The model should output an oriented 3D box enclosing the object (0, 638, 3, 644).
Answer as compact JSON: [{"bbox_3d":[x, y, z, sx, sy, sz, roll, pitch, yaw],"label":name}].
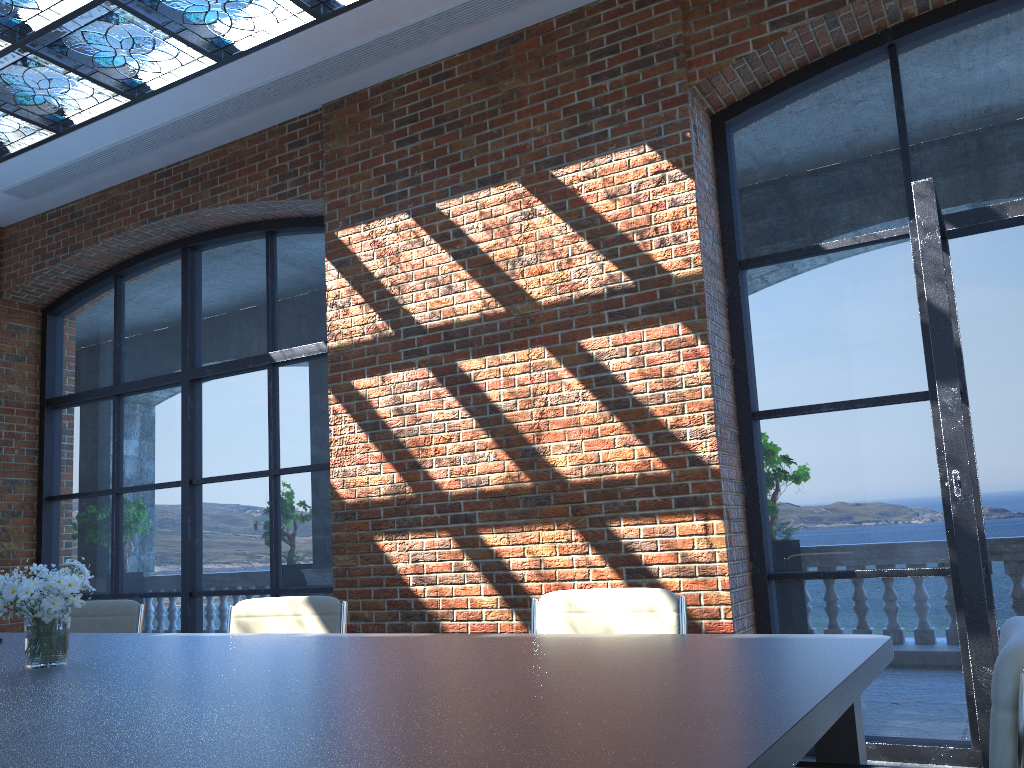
[{"bbox_3d":[-2.208,0.863,3.352,0.390,0.281,0.325,-3,-9,3],"label":"object"}]

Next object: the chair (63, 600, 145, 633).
[{"bbox_3d":[-2.119,1.478,4.037,0.561,0.917,0.710,-6,-9,18],"label":"chair"}]

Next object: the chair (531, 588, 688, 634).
[{"bbox_3d":[0.187,1.099,2.638,0.561,0.917,0.709,-8,-10,29],"label":"chair"}]

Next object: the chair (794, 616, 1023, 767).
[{"bbox_3d":[0.513,0.855,1.406,0.708,0.917,0.562,-8,-10,29],"label":"chair"}]

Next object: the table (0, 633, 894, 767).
[{"bbox_3d":[-1.412,1.214,2.487,4.514,0.805,1.816,-9,-12,29],"label":"table"}]

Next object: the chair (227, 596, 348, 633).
[{"bbox_3d":[-0.999,1.284,3.302,0.561,0.917,0.710,-6,-9,18],"label":"chair"}]

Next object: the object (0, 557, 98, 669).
[{"bbox_3d":[-1.351,0.657,2.556,0.337,0.308,0.330,-11,-12,39],"label":"object"}]
